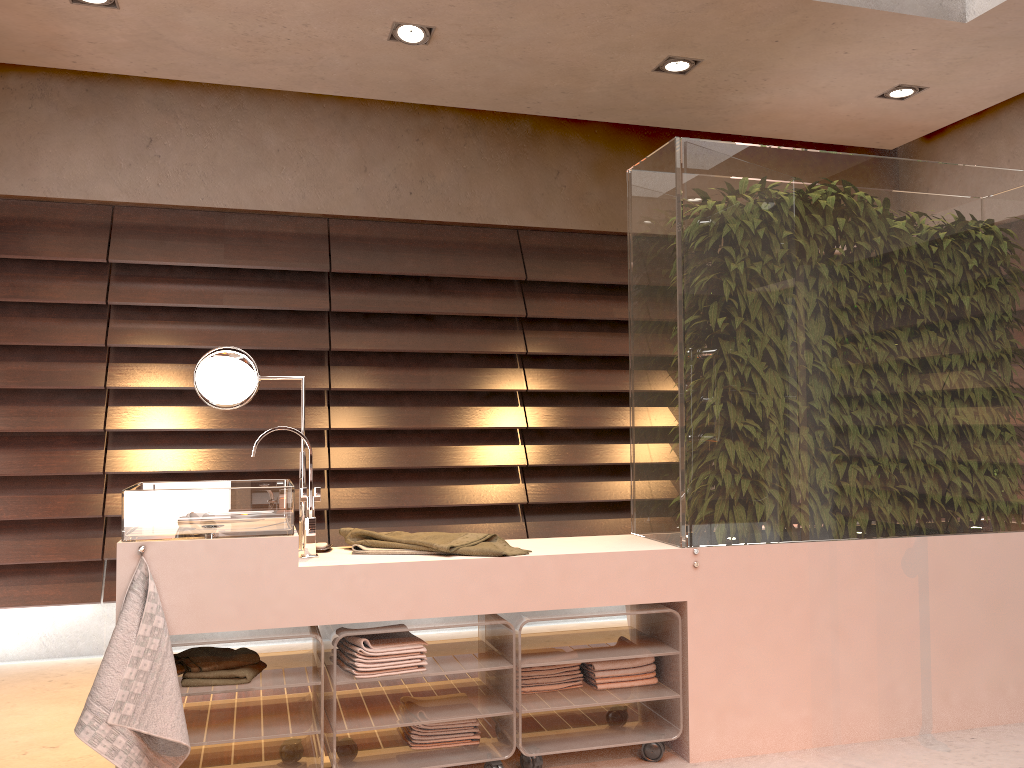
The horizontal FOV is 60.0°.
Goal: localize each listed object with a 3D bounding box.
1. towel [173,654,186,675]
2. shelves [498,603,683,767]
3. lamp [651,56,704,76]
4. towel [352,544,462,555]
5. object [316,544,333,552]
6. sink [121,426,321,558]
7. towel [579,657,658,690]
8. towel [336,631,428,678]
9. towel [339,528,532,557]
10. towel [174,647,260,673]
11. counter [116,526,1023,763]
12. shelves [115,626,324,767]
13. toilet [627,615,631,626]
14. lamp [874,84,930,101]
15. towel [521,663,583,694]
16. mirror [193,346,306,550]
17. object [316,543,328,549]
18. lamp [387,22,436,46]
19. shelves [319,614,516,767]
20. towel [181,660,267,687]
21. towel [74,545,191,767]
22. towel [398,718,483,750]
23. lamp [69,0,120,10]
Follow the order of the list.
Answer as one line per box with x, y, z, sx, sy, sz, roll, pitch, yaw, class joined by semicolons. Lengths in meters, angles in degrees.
-0.888;0.745;2.384;0.180;0.040;0.196;0;-3;-3;towel
0.201;0.870;2.640;0.487;0.436;0.368;0;-3;-16;shelves
0.708;-1.384;3.797;0.165;0.051;0.170;0;-3;-16;lamp
-0.248;0.463;2.550;0.394;0.027;0.202;0;-3;4;towel
-0.549;0.473;2.550;0.065;0.011;0.108;0;-3;-3;object
-0.760;0.293;2.377;0.486;0.357;0.340;0;-3;-16;sink
0.303;0.847;2.697;0.221;0.098;0.220;1;-3;-17;towel
-0.356;0.714;2.401;0.221;0.098;0.220;1;-3;-27;towel
-0.214;0.448;2.564;0.571;0.057;0.258;-2;-3;25;towel
-0.787;0.733;2.353;0.192;0.062;0.192;2;-3;-38;towel
0.409;0.746;2.696;2.931;0.686;0.350;0;-3;-16;counter
-0.763;0.861;2.359;0.487;0.436;0.368;0;-3;-16;shelves
0.644;0.837;3.186;0.357;0.400;0.468;0;-3;-16;toilet
1.809;-1.375;4.118;0.165;0.051;0.170;0;-3;-16;lamp
0.084;0.846;2.664;0.220;0.098;0.221;1;-3;-17;towel
-0.758;0.186;2.566;0.316;0.589;0.074;0;-3;-14;mirror
-0.549;0.466;2.549;0.035;0.016;0.066;0;-3;-5;object
-0.395;-1.388;3.476;0.165;0.068;0.170;0;-3;-16;lamp
-0.271;0.864;2.470;0.487;0.436;0.368;1;-3;-18;shelves
-0.755;0.744;2.314;0.206;0.034;0.198;0;-3;-7;towel
-0.891;0.687;2.087;0.252;0.598;0.121;1;-3;-32;towel
-0.210;0.961;2.551;0.221;0.098;0.220;1;-3;-17;towel
-1.496;-1.403;3.155;0.165;0.051;0.170;0;-3;-16;lamp
